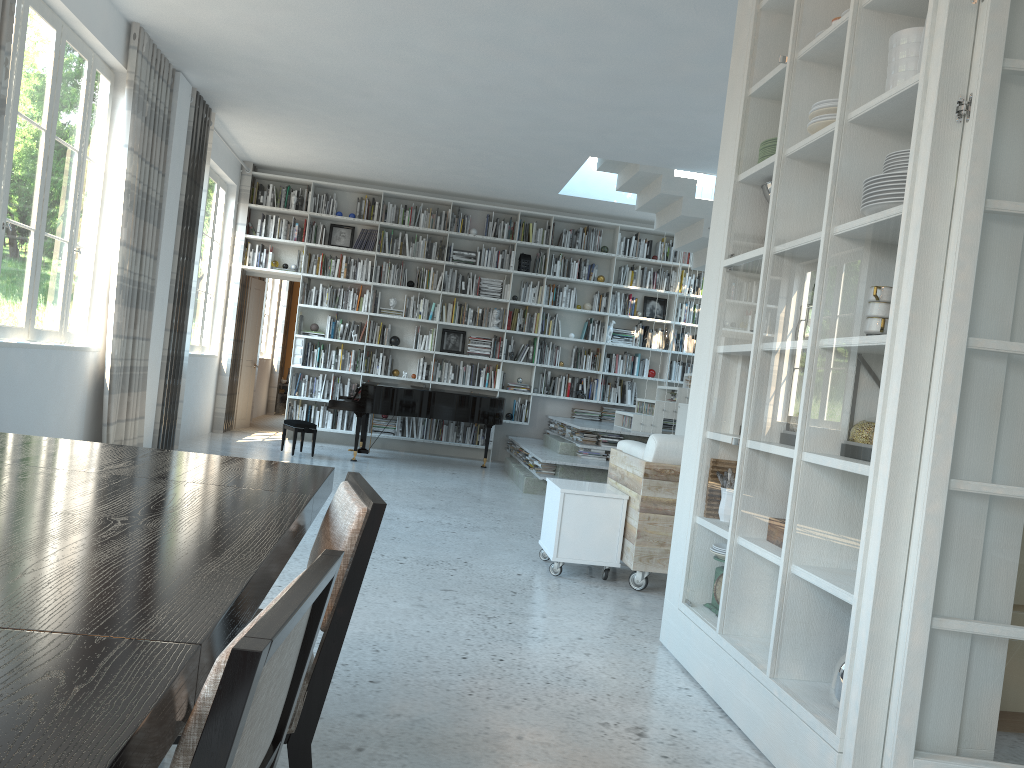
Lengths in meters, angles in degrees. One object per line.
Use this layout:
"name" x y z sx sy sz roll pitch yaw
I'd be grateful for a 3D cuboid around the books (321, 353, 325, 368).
"books" -2.305 -0.288 10.847 0.016 0.189 0.183 7 1 -7

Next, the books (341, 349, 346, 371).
"books" -2.067 -0.296 10.877 0.028 0.260 0.181 7 1 -7

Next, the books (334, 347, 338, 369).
"books" -2.160 -0.318 10.875 0.014 0.282 0.150 7 1 -7

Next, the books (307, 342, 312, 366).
"books" -2.475 -0.361 10.843 0.014 0.294 0.171 7 1 -7

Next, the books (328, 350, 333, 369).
"books" -2.221 -0.299 10.887 0.045 0.230 0.138 7 1 -7

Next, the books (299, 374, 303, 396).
"books" -2.580 0.012 10.850 0.010 0.273 0.150 7 1 -7

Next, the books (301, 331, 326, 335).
"books" -2.423 -0.619 10.841 0.285 0.012 0.159 7 0 -3

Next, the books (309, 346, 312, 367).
"books" -2.460 -0.341 10.854 0.022 0.257 0.141 7 1 -7

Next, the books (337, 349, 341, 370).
"books" -2.114 -0.298 10.882 0.026 0.254 0.176 7 1 -7

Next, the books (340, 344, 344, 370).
"books" -2.088 -0.330 10.881 0.021 0.323 0.171 7 1 -7

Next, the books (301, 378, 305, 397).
"books" -2.541 0.044 10.834 0.022 0.220 0.187 7 1 -7

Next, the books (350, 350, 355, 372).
"books" -1.957 -0.285 10.890 0.021 0.265 0.185 7 1 -7

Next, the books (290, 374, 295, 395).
"books" -2.683 0.010 10.839 0.012 0.254 0.161 7 1 -7

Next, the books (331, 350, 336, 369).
"books" -2.183 -0.294 10.874 0.027 0.230 0.159 7 1 -7

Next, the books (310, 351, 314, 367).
"books" -2.433 -0.303 10.823 0.019 0.189 0.193 7 1 -7

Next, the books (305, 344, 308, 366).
"books" -2.504 -0.360 10.849 0.008 0.285 0.159 7 1 -7

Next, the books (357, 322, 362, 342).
"books" -1.873 -0.637 10.904 0.021 0.251 0.154 7 1 -7

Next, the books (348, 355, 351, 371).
"books" -1.996 -0.254 10.908 0.023 0.194 0.140 7 1 -7

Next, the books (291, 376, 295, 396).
"books" -2.662 0.020 10.828 0.029 0.239 0.154 7 1 -7

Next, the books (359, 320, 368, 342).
"books" -1.816 -0.642 10.871 0.082 0.276 0.228 7 1 -7

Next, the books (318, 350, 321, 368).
"books" -2.354 -0.305 10.871 0.016 0.211 0.146 7 1 -7

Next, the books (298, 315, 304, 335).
"books" -2.575 -0.716 10.820 0.028 0.243 0.156 7 1 -7

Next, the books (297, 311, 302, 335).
"books" -2.594 -0.740 10.827 0.012 0.285 0.159 7 1 -7

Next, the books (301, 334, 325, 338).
"books" -2.427 -0.582 10.844 0.285 0.012 0.159 7 0 -4

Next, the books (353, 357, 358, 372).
"books" -1.921 -0.239 10.914 0.041 0.181 0.141 7 1 -7

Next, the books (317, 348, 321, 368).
"books" -2.360 -0.323 10.838 0.009 0.244 0.184 7 1 -7

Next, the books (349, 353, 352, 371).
"books" -1.975 -0.278 10.905 0.010 0.246 0.160 7 1 -7

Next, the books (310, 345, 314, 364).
"books" -2.443 -0.342 10.837 0.007 0.264 0.176 7 1 -7

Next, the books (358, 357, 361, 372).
"books" -1.876 -0.236 10.933 0.023 0.187 0.130 7 1 -7

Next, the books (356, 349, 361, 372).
"books" -1.885 -0.287 10.897 0.014 0.286 0.179 7 1 -7

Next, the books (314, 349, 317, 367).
"books" -2.394 -0.313 10.841 0.015 0.217 0.180 7 1 -7

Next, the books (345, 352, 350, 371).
"books" -2.017 -0.274 10.903 0.025 0.229 0.153 7 1 -7

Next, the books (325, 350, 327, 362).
"books" -2.274 -0.340 10.885 0.009 0.299 0.141 7 1 -7

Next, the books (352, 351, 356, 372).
"books" -1.943 -0.281 10.911 0.013 0.260 0.142 7 1 -7

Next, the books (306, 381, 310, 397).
"books" -2.493 0.060 10.868 0.025 0.200 0.137 7 1 -7

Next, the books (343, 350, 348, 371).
"books" -2.040 -0.287 10.885 0.028 0.249 0.159 7 1 -7

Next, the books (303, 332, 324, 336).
"books" -2.425 -0.607 10.843 0.254 0.012 0.161 7 0 -10

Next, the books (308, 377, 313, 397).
"books" -2.468 0.039 10.874 0.022 0.248 0.133 7 1 -7

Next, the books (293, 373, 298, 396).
"books" -2.639 0.004 10.814 0.011 0.277 0.189 7 1 -7

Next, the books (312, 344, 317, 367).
"books" -2.417 -0.347 10.844 0.008 0.280 0.164 7 1 -7

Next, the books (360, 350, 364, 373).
"books" -1.837 -0.278 10.932 0.024 0.280 0.135 7 1 -7

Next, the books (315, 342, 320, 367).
"books" -2.379 -0.360 10.851 0.006 0.315 0.145 7 1 -7

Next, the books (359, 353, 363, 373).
"books" -1.854 -0.260 10.908 0.010 0.240 0.174 7 1 -7

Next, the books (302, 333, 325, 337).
"books" -2.426 -0.594 10.848 0.254 0.012 0.161 7 0 -6

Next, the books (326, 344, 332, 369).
"books" -2.242 -0.340 10.865 0.012 0.306 0.189 7 1 -7

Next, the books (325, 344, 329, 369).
"books" -2.256 -0.338 10.851 0.019 0.300 0.180 7 1 -7

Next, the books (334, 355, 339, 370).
"books" -2.144 -0.265 10.869 0.029 0.181 0.190 7 1 -7

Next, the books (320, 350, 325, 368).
"books" -2.319 -0.305 10.849 0.015 0.219 0.190 7 1 -7

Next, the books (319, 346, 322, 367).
"books" -2.337 -0.337 10.863 0.009 0.278 0.157 7 1 -7

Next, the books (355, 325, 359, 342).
"books" -1.899 -0.619 10.899 0.027 0.209 0.143 7 1 -7

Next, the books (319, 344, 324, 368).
"books" -2.326 -0.339 10.841 0.007 0.286 0.182 7 1 -7

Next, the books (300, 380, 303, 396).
"books" -2.568 0.052 10.853 0.024 0.198 0.148 7 1 -7

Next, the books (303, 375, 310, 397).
"books" -2.514 0.024 10.843 0.029 0.266 0.171 7 1 -7

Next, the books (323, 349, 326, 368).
"books" -2.290 -0.307 10.882 0.016 0.230 0.136 7 1 -7

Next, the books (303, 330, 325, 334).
"books" -2.422 -0.631 10.847 0.254 0.012 0.161 7 0 -6

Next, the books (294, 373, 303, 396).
"books" -2.608 0.004 10.826 0.052 0.283 0.172 7 1 -7

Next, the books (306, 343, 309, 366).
"books" -2.492 -0.361 10.849 0.016 0.289 0.152 7 1 -7

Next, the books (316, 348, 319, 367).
"books" -2.373 -0.323 10.850 0.014 0.243 0.171 7 1 -7

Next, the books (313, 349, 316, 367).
"books" -2.410 -0.315 10.852 0.015 0.218 0.176 7 1 -7
